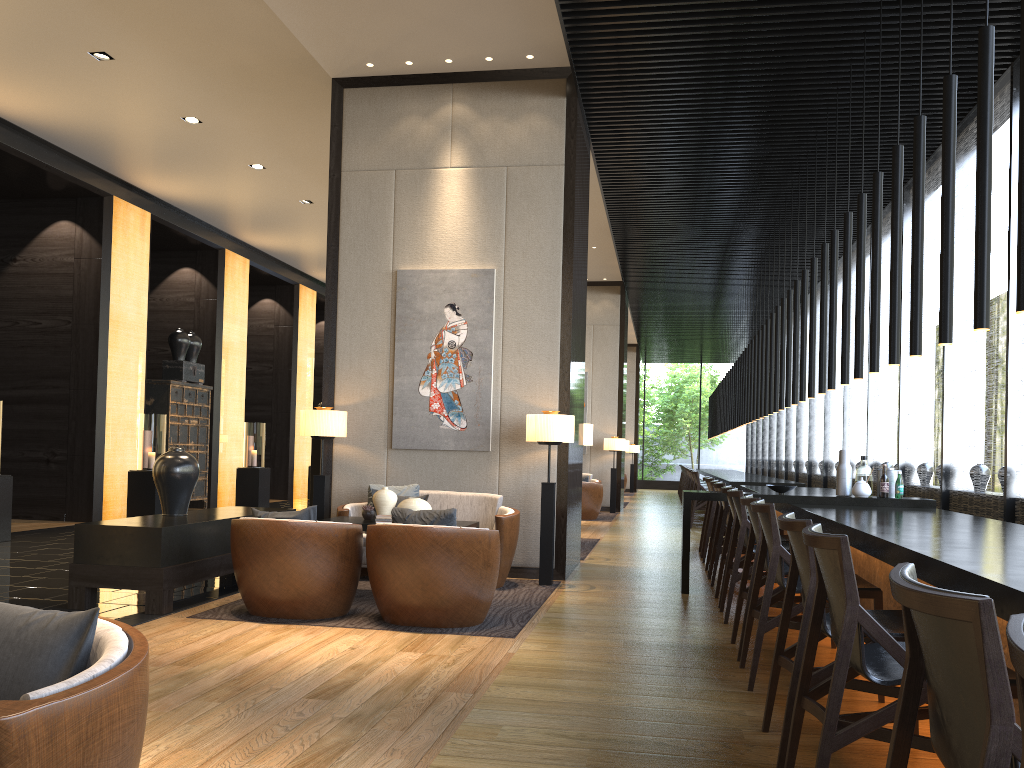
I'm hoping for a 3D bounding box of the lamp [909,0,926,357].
[{"bbox_3d":[2.147,-1.350,4.662,0.060,2.417,0.060,1,-1,5],"label":"lamp"}]

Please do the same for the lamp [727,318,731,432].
[{"bbox_3d":[4.515,-0.220,18.379,0.060,2.417,0.060,2,-1,-25],"label":"lamp"}]

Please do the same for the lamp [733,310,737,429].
[{"bbox_3d":[4.243,-0.351,16.800,0.060,2.417,0.060,2,-1,-25],"label":"lamp"}]

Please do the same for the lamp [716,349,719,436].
[{"bbox_3d":[5.213,0.113,22.423,0.060,2.417,0.060,2,-1,-25],"label":"lamp"}]

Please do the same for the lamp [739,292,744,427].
[{"bbox_3d":[4.005,-0.464,15.423,0.060,2.417,0.060,2,-1,-25],"label":"lamp"}]

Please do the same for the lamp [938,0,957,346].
[{"bbox_3d":[2.062,-1.391,4.168,0.060,2.417,0.060,1,-1,15],"label":"lamp"}]

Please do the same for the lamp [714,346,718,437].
[{"bbox_3d":[5.301,0.154,22.928,0.060,2.417,0.060,2,-1,-25],"label":"lamp"}]

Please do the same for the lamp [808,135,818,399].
[{"bbox_3d":[2.718,-1.078,7.970,0.060,2.417,0.060,1,-1,5],"label":"lamp"}]

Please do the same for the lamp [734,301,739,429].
[{"bbox_3d":[4.173,-0.384,16.397,0.060,2.417,0.060,2,-1,-25],"label":"lamp"}]

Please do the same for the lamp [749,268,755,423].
[{"bbox_3d":[3.679,-0.620,13.533,0.060,2.417,0.060,2,-1,-25],"label":"lamp"}]

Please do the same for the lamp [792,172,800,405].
[{"bbox_3d":[2.894,-0.994,8.985,0.060,2.417,0.060,1,-1,5],"label":"lamp"}]

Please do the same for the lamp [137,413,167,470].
[{"bbox_3d":[-4.718,0.759,11.606,0.336,0.728,0.337,1,-2,15],"label":"lamp"}]

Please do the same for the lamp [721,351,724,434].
[{"bbox_3d":[4.866,-0.053,20.409,0.060,2.417,0.060,2,-1,-25],"label":"lamp"}]

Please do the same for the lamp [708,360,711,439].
[{"bbox_3d":[5.903,0.442,26.416,0.060,2.417,0.060,1,-1,15],"label":"lamp"}]

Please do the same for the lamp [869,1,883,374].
[{"bbox_3d":[2.306,-1.275,5.579,0.060,2.417,0.060,1,-1,5],"label":"lamp"}]

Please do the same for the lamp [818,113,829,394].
[{"bbox_3d":[2.625,-1.123,7.427,0.060,2.417,0.060,1,-1,5],"label":"lamp"}]

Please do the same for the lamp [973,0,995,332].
[{"bbox_3d":[1.981,-1.430,3.697,0.060,2.417,0.060,1,-1,5],"label":"lamp"}]

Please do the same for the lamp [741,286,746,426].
[{"bbox_3d":[3.927,-0.501,14.974,0.060,2.417,0.060,2,-1,-25],"label":"lamp"}]

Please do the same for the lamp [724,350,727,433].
[{"bbox_3d":[4.689,-0.138,19.385,0.060,2.417,0.060,2,-1,-25],"label":"lamp"}]

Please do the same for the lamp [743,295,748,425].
[{"bbox_3d":[3.851,-0.537,14.533,0.060,2.417,0.060,2,-1,-25],"label":"lamp"}]

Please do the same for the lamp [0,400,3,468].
[{"bbox_3d":[-5.217,0.521,8.713,0.337,0.728,0.337,2,-2,-17],"label":"lamp"}]

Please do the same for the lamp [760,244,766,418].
[{"bbox_3d":[3.417,-0.744,12.020,0.060,2.417,0.060,1,-1,5],"label":"lamp"}]

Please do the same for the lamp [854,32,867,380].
[{"bbox_3d":[2.383,-1.238,6.029,0.060,2.417,0.060,1,-1,5],"label":"lamp"}]

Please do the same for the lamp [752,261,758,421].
[{"bbox_3d":[3.592,-0.661,13.028,0.060,2.417,0.060,1,-1,5],"label":"lamp"}]

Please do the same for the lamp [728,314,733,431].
[{"bbox_3d":[4.428,-0.262,17.873,0.060,2.417,0.060,2,-1,-25],"label":"lamp"}]

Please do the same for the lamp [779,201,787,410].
[{"bbox_3d":[3.067,-0.912,9.990,0.060,2.417,0.060,1,-1,5],"label":"lamp"}]

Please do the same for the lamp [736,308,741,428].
[{"bbox_3d":[4.084,-0.426,15.882,0.060,2.417,0.060,2,-1,-25],"label":"lamp"}]

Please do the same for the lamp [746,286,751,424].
[{"bbox_3d":[3.765,-0.578,14.034,0.060,2.417,0.060,2,-1,-25],"label":"lamp"}]

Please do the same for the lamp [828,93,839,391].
[{"bbox_3d":[2.551,-1.158,7.002,0.060,2.417,0.060,1,-1,5],"label":"lamp"}]

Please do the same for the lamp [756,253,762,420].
[{"bbox_3d":[3.504,-0.703,12.522,0.060,2.417,0.060,1,-1,5],"label":"lamp"}]

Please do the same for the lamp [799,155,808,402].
[{"bbox_3d":[2.806,-1.036,8.478,0.060,2.417,0.060,1,-1,5],"label":"lamp"}]

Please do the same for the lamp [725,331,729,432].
[{"bbox_3d":[4.603,-0.179,18.884,0.060,2.417,0.060,2,-1,-25],"label":"lamp"}]

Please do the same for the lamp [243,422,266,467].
[{"bbox_3d":[-4.218,0.998,14.499,0.336,0.728,0.337,1,-2,12],"label":"lamp"}]

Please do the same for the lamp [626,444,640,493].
[{"bbox_3d":[3.332,2.341,24.546,0.375,1.349,0.375,0,-2,39],"label":"lamp"}]

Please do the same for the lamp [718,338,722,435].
[{"bbox_3d":[5.039,0.030,21.414,0.060,2.417,0.060,2,-1,-25],"label":"lamp"}]

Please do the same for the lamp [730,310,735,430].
[{"bbox_3d":[4.340,-0.304,17.365,0.060,2.417,0.060,2,-1,-25],"label":"lamp"}]

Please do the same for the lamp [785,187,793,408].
[{"bbox_3d":[2.981,-0.953,9.490,0.060,2.417,0.060,1,-1,5],"label":"lamp"}]

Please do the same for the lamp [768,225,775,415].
[{"bbox_3d":[3.244,-0.827,11.014,0.060,2.417,0.060,1,-1,5],"label":"lamp"}]

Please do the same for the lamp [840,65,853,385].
[{"bbox_3d":[2.462,-1.200,6.487,0.060,2.417,0.060,1,-1,5],"label":"lamp"}]

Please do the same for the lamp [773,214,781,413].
[{"bbox_3d":[3.156,-0.869,10.508,0.060,2.417,0.060,1,-1,5],"label":"lamp"}]

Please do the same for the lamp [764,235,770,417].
[{"bbox_3d":[3.331,-0.786,11.519,0.060,2.417,0.060,1,-1,5],"label":"lamp"}]

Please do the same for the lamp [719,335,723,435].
[{"bbox_3d":[4.953,-0.012,20.914,0.060,2.417,0.060,2,-1,-25],"label":"lamp"}]

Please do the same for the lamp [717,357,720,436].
[{"bbox_3d":[5.126,0.071,21.916,0.060,2.417,0.060,2,-1,-25],"label":"lamp"}]

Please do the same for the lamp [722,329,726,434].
[{"bbox_3d":[4.778,-0.095,19.902,0.060,2.417,0.060,2,-1,-25],"label":"lamp"}]
